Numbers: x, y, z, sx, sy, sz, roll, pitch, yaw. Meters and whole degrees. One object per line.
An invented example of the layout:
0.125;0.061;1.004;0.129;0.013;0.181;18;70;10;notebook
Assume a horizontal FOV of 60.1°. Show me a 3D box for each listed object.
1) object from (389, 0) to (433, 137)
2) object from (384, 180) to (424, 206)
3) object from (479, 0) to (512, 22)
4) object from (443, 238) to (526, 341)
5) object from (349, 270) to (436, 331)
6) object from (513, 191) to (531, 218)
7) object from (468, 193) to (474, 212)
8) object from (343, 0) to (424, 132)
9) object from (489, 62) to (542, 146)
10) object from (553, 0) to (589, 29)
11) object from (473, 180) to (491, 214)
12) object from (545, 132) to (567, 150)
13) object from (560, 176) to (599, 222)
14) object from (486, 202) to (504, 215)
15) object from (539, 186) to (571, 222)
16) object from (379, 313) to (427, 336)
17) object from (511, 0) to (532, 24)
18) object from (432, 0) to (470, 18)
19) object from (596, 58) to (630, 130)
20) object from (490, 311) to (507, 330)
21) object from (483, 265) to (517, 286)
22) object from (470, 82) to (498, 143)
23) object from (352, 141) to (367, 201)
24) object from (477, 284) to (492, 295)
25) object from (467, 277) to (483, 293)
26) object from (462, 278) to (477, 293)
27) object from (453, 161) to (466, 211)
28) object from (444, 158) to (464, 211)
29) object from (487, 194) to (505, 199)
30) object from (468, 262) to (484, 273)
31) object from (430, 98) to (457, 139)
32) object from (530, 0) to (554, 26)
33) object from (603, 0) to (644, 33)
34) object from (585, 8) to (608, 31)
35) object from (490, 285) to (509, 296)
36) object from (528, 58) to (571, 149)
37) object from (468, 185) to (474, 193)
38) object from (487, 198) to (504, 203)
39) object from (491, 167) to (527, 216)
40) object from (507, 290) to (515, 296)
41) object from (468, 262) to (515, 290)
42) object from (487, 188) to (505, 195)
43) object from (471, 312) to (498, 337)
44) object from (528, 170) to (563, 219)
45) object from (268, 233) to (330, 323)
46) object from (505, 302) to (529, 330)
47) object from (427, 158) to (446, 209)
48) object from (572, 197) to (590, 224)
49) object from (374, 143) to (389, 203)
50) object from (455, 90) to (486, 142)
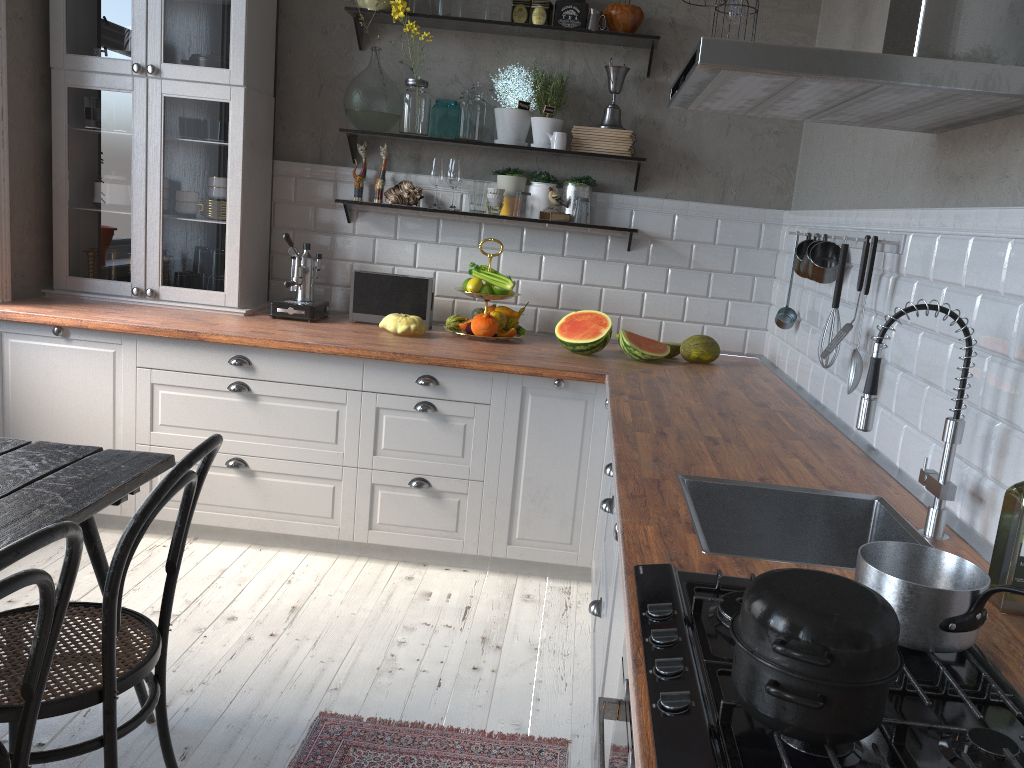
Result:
-0.429;-1.324;3.710;0.192;0.539;0.280;4;11;-5;object
-0.477;-0.840;3.894;0.179;0.111;0.095;1;12;-20;object
-0.068;-1.640;3.826;0.143;0.220;0.137;-3;14;-37;object
-0.103;-0.409;3.788;0.355;0.425;0.349;3;11;-12;object
-0.521;-0.365;3.854;0.351;0.226;0.088;6;11;2;object
0.047;-0.783;3.869;0.078;0.108;0.077;5;11;-4;object
-0.161;-0.805;3.941;0.077;0.083;0.079;10;12;20;object
-0.592;-1.418;3.746;0.340;0.674;0.332;-1;13;-28;object
0.024;-1.213;3.857;0.241;0.353;0.238;10;12;20;object
0.254;-1.573;3.766;0.142;0.174;0.142;6;11;3;object
-0.135;-0.815;3.861;0.080;0.139;0.077;0;12;-24;object
0.199;-1.032;3.765;0.104;0.071;0.064;13;13;32;object
0.299;-0.823;3.940;0.159;0.213;0.153;5;11;0;object
-0.075;-0.757;3.825;0.077;0.051;0.077;5;11;-4;object
0.197;-0.782;3.854;0.120;0.146;0.099;-1;13;-29;object
-0.449;-0.247;3.666;0.196;0.083;0.190;6;11;3;object
0.038;-1.557;3.733;0.082;0.113;0.083;6;11;3;object
-0.255;-1.624;3.741;0.168;0.184;0.176;15;15;41;object
0.439;-1.237;3.803;0.132;0.287;0.129;3;11;-12;object
-0.067;-0.271;3.763;0.087;0.078;0.089;12;13;29;object
-0.053;-0.458;3.819;0.178;0.096;0.089;10;12;22;object
-0.137;-1.196;3.930;0.131;0.264;0.132;7;11;8;object
-0.674;-0.943;3.925;0.054;0.264;0.060;0;12;-25;object
-0.116;-0.391;3.736;0.063;0.061;0.067;6;11;3;object
-0.156;-0.414;3.718;0.058;0.069;0.080;10;12;22;object
-0.166;-0.414;3.795;0.096;0.078;0.100;4;11;-10;object
-0.247;-0.876;3.912;0.082;0.216;0.081;3;11;-11;object
-0.253;-0.859;3.824;0.082;0.216;0.081;3;11;-11;object
-0.072;-0.791;3.818;0.076;0.051;0.078;10;12;21;object
-0.150;-0.486;3.753;0.074;0.058;0.050;1;12;-20;object
-0.292;-1.155;3.883;0.125;0.172;0.127;7;11;6;object
0.125;-1.547;3.727;0.082;0.113;0.083;8;11;13;object
0.491;-1.649;3.692;0.256;0.397;0.245;11;13;27;object
0.352;-1.505;3.674;0.093;0.096;0.075;6;11;3;object
-0.058;-0.390;3.768;0.077;0.062;0.099;1;12;-23;object
0.152;-1.201;3.800;0.188;0.380;0.166;-3;14;-36;object
-0.158;-0.838;3.934;0.077;0.083;0.079;10;12;20;object
-0.073;-0.774;3.821;0.077;0.051;0.077;5;11;-4;object
-0.020;-0.859;3.931;0.158;0.216;0.154;2;12;-17;object
-0.014;-0.394;3.796;0.052;0.050;0.049;8;11;12;object
-0.086;-0.458;3.751;0.209;0.101;0.067;7;11;8;object
-0.070;-0.816;3.813;0.078;0.051;0.076;3;11;-11;object
-0.115;-0.250;3.692;0.115;0.110;0.109;-1;13;-29;object
0.135;-0.840;3.936;0.170;0.214;0.150;12;13;32;object
-0.909;-0.459;3.766;0.205;0.369;0.354;6;11;3;object
0.013;-0.296;3.820;0.060;0.120;0.128;11;12;26;object
-0.333;-0.886;3.919;0.082;0.216;0.081;3;11;-11;object
0.303;-0.751;3.837;0.078;0.108;0.077;5;11;-4;object
-0.570;-0.929;3.906;0.052;0.264;0.063;14;14;38;object
-0.176;-1.142;3.789;0.123;0.206;0.127;11;12;25;object
